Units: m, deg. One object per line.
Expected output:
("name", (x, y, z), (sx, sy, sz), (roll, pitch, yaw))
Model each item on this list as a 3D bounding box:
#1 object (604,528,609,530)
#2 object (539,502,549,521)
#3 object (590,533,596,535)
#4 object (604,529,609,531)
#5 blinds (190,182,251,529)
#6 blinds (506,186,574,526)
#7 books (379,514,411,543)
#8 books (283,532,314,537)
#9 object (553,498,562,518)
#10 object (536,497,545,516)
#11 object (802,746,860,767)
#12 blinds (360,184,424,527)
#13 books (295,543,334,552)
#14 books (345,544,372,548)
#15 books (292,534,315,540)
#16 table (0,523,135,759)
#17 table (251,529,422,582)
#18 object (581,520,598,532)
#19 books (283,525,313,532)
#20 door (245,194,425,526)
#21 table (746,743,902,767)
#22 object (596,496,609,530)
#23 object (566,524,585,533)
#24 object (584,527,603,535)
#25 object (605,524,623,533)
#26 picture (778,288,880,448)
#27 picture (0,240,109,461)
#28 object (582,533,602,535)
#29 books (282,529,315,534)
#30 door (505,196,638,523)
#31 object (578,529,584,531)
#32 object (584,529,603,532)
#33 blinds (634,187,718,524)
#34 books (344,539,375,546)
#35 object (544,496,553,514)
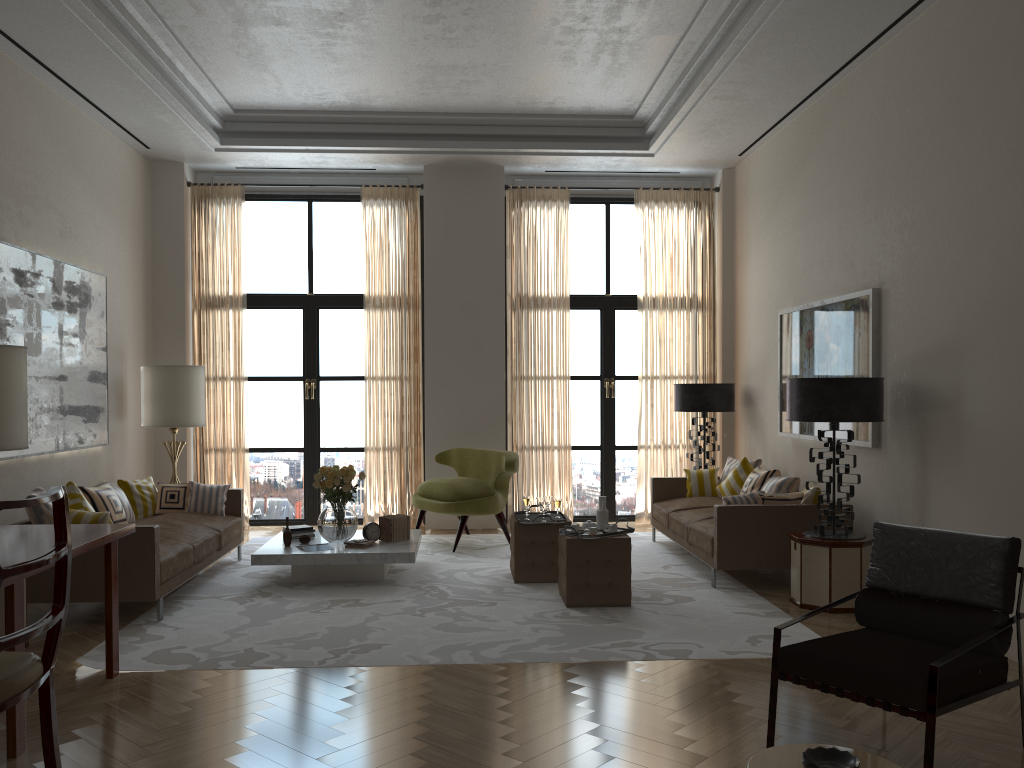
("object", (0.876, 1.340, 8.184), (0.053, 0.026, 0.049), (0, 0, -37))
("object", (0.316, 1.273, 8.813), (0.098, 0.192, 0.098), (0, 1, -4))
("object", (0.714, 1.335, 7.832), (0.053, 0.026, 0.049), (0, 0, -2))
("object", (0.901, 1.341, 8.159), (0.041, 0.015, 0.187), (-1, -1, 38))
("blinds", (-4.083, -0.339, 12.448), (0.780, 4.889, 0.419), (0, 1, -1))
("blinds", (0.401, -0.358, 12.710), (0.960, 4.876, 0.419), (0, 1, -1))
("books", (-1.247, 1.527, 9.405), (0.281, 0.265, 0.210), (0, 0, -43))
("books", (-2.305, 1.609, 9.561), (0.262, 0.025, 0.207), (0, -1, -40))
("object", (0.468, 1.276, 9.104), (0.098, 0.192, 0.098), (0, 1, 22))
("object", (0.295, 1.278, 9.243), (0.098, 0.192, 0.098), (0, 1, -4))
("object", (1.127, 1.350, 3.135), (0.193, 0.064, 0.193), (0, 0, 19))
("blinds", (-1.694, -0.352, 12.587), (0.874, 4.876, 0.418), (0, 1, 0))
("books", (-1.995, 1.637, 8.946), (0.281, 0.038, 0.384), (0, -1, -31))
("books", (-1.567, 1.643, 9.047), (0.197, 0.025, 0.256), (0, -1, 14))
("books", (-2.303, 1.639, 9.573), (0.280, 0.035, 0.207), (0, -1, -36))
("table", (-3.359, 1.448, 4.116), (1.800, 1.027, 3.800), (0, -1, -3))
("table", (-1.784, 1.830, 9.386), (1.584, 0.343, 1.500), (0, -1, -3))
("object", (0.712, 1.301, 8.175), (0.176, 0.105, 0.136), (0, 0, -7))
("books", (-2.310, 1.557, 9.565), (0.260, 0.030, 0.207), (0, -1, -36))
("door", (-2.872, -0.334, 12.744), (3.258, 4.769, 0.239), (0, 1, -3))
("table", (1.128, 1.655, 3.138), (0.584, 0.547, 0.584), (0, 0, 36))
("object", (0.841, 1.203, 8.270), (0.113, 0.305, 0.125), (0, 1, 34))
("object", (0.575, 1.306, 8.048), (0.176, 0.067, 0.176), (0, 0, -28))
("object", (0.726, 1.316, 7.932), (0.176, 0.067, 0.176), (0, 0, -2))
("object", (0.924, 1.319, 8.095), (0.176, 0.067, 0.176), (0, 0, -5))
("picture", (3.276, -0.135, 9.339), (0.080, 1.481, 2.266), (0, 0, -5))
("picture", (-4.689, -0.295, 8.871), (0.045, 1.999, 3.060), (0, 0, -3))
("object", (0.708, 1.337, 7.867), (0.187, 0.015, 0.041), (0, 0, -17))
("books", (-2.304, 1.584, 9.574), (0.280, 0.025, 0.229), (0, -1, -38))
("door", (1.415, -0.347, 12.994), (3.086, 4.769, 0.239), (0, 1, -3))
("object", (0.615, 1.324, 7.996), (0.052, 0.027, 0.080), (0, -1, 44))
("object", (0.736, 1.326, 8.031), (0.186, 0.026, 0.041), (0, 0, 5))
("blinds", (2.374, -0.364, 12.824), (1.242, 4.876, 0.418), (0, 1, -1))
("books", (-1.556, 1.619, 9.048), (0.255, 0.026, 0.202), (0, -1, 22))
("object", (0.381, 1.279, 9.357), (0.098, 0.192, 0.098), (0, 1, 44))
